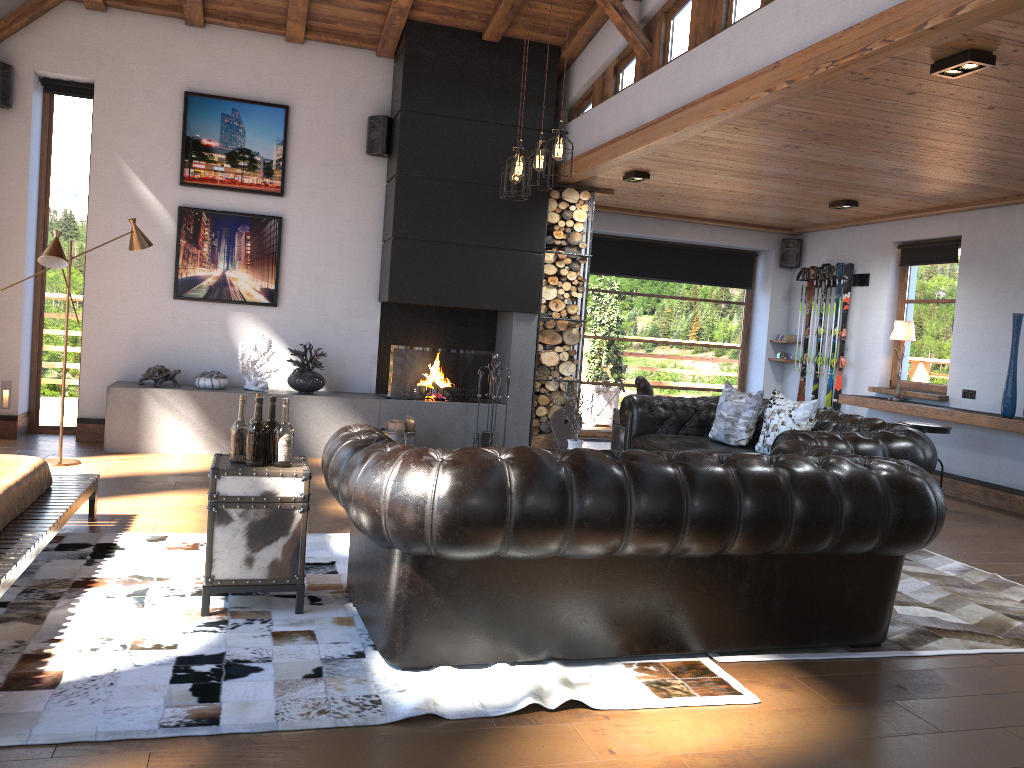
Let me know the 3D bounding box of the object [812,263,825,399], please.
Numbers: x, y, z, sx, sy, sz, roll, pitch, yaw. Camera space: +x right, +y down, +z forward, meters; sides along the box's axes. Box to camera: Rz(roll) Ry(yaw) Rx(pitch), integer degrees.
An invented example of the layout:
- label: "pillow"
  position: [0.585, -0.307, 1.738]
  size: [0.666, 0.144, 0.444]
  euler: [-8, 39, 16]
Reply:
- label: "object"
  position: [3.522, -0.570, 10.175]
  size: [0.112, 1.620, 0.072]
  euler: [3, 3, -17]

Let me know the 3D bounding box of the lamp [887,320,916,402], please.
- label: "lamp"
  position: [4.015, 0.125, 8.849]
  size: [0.636, 1.480, 0.245]
  euler: [3, 3, -14]

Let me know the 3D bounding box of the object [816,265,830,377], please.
- label: "object"
  position: [3.439, -0.697, 9.890]
  size: [0.120, 1.248, 0.059]
  euler: [6, 3, 30]

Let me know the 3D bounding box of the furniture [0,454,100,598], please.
- label: "furniture"
  position: [-2.519, 0.627, 3.530]
  size: [1.183, 0.436, 2.744]
  euler: [3, 4, -17]

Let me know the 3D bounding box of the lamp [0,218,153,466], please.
- label: "lamp"
  position: [-3.235, -0.348, 6.547]
  size: [0.526, 1.897, 1.325]
  euler: [4, 3, 4]

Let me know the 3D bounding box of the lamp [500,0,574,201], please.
- label: "lamp"
  position: [0.186, -2.324, 5.670]
  size: [0.264, 2.200, 0.796]
  euler: [3, 3, -26]

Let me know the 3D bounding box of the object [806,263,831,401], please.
- label: "object"
  position: [3.461, -0.569, 10.089]
  size: [0.256, 1.620, 0.103]
  euler: [3, 3, -21]

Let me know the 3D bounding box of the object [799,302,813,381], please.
- label: "object"
  position: [3.430, -0.560, 10.395]
  size: [0.116, 1.605, 0.095]
  euler: [3, 3, -17]

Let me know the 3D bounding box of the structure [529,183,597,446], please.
- label: "structure"
  position: [0.404, -0.571, 8.593]
  size: [0.505, 2.615, 0.509]
  euler: [3, 3, -17]

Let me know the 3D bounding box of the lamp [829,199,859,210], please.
- label: "lamp"
  position: [3.177, -1.723, 8.491]
  size: [0.156, 0.068, 0.259]
  euler: [3, 4, -17]

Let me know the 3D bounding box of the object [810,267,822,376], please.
- label: "object"
  position: [3.440, -0.712, 10.119]
  size: [0.059, 1.248, 0.120]
  euler: [2, 3, -35]

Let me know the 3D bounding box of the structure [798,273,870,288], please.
- label: "structure"
  position: [3.569, -1.172, 9.994]
  size: [0.321, 0.135, 1.045]
  euler: [3, 4, -16]

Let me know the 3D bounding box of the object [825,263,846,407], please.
- label: "object"
  position: [3.623, -0.545, 9.898]
  size: [0.112, 1.620, 0.072]
  euler: [3, 3, -17]

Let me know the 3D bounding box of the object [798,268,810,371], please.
- label: "object"
  position: [3.376, -0.731, 10.342]
  size: [0.059, 1.248, 0.120]
  euler: [2, 3, -35]

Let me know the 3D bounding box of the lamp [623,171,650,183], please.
- label: "lamp"
  position: [1.099, -1.835, 7.831]
  size: [0.156, 0.068, 0.259]
  euler: [3, 4, -17]

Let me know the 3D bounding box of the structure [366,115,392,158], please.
- label: "structure"
  position: [-1.222, -2.279, 8.150]
  size: [0.215, 0.349, 0.212]
  euler: [3, 3, -17]

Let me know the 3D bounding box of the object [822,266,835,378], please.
- label: "object"
  position: [3.505, -0.693, 9.896]
  size: [0.059, 1.248, 0.120]
  euler: [2, 3, -35]

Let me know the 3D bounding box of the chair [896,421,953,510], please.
- label: "chair"
  position: [3.473, 0.691, 7.542]
  size: [0.443, 0.716, 0.439]
  euler: [4, 3, -13]

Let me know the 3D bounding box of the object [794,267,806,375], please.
- label: "object"
  position: [3.315, -0.732, 10.285]
  size: [0.122, 1.248, 0.058]
  euler: [2, 3, -35]

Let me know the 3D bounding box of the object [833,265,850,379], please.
- label: "object"
  position: [3.586, -0.672, 9.658]
  size: [0.120, 1.248, 0.059]
  euler: [6, 3, 35]

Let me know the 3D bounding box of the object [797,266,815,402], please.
- label: "object"
  position: [3.447, -0.567, 10.299]
  size: [0.116, 1.605, 0.095]
  euler: [3, 3, -17]

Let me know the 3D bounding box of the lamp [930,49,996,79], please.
- label: "lamp"
  position: [2.143, -1.527, 4.216]
  size: [0.156, 0.068, 0.259]
  euler: [3, 4, -17]

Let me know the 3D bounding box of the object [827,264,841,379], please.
- label: "object"
  position: [3.484, -0.681, 9.684]
  size: [0.120, 1.248, 0.060]
  euler: [7, 4, 40]

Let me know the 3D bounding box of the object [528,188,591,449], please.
- label: "object"
  position: [0.394, -0.566, 8.600]
  size: [0.497, 2.610, 0.464]
  euler: [3, 3, -17]

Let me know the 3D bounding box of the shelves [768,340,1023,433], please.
- label: "shelves"
  position: [4.148, 0.224, 7.797]
  size: [0.616, 0.988, 6.606]
  euler: [3, 4, -16]

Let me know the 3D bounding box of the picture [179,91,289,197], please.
- label: "picture"
  position: [-2.456, -2.118, 7.859]
  size: [0.885, 0.815, 0.035]
  euler: [3, 3, -17]

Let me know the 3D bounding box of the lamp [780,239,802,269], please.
- label: "lamp"
  position: [3.394, -1.586, 10.787]
  size: [0.215, 0.349, 0.212]
  euler: [3, 3, -17]

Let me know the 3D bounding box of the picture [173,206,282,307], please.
- label: "picture"
  position: [-2.529, -1.128, 7.907]
  size: [0.885, 0.815, 0.035]
  euler: [3, 3, -17]

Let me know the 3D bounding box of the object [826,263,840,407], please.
- label: "object"
  position: [3.612, -0.550, 9.972]
  size: [0.112, 1.620, 0.072]
  euler: [3, 3, -17]

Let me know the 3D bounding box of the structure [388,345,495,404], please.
- label: "structure"
  position: [-0.628, -0.069, 8.171]
  size: [0.989, 0.514, 0.182]
  euler: [3, 3, -18]

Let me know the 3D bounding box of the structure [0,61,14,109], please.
- label: "structure"
  position: [-4.196, -2.440, 7.213]
  size: [0.215, 0.349, 0.212]
  euler: [3, 3, -17]
